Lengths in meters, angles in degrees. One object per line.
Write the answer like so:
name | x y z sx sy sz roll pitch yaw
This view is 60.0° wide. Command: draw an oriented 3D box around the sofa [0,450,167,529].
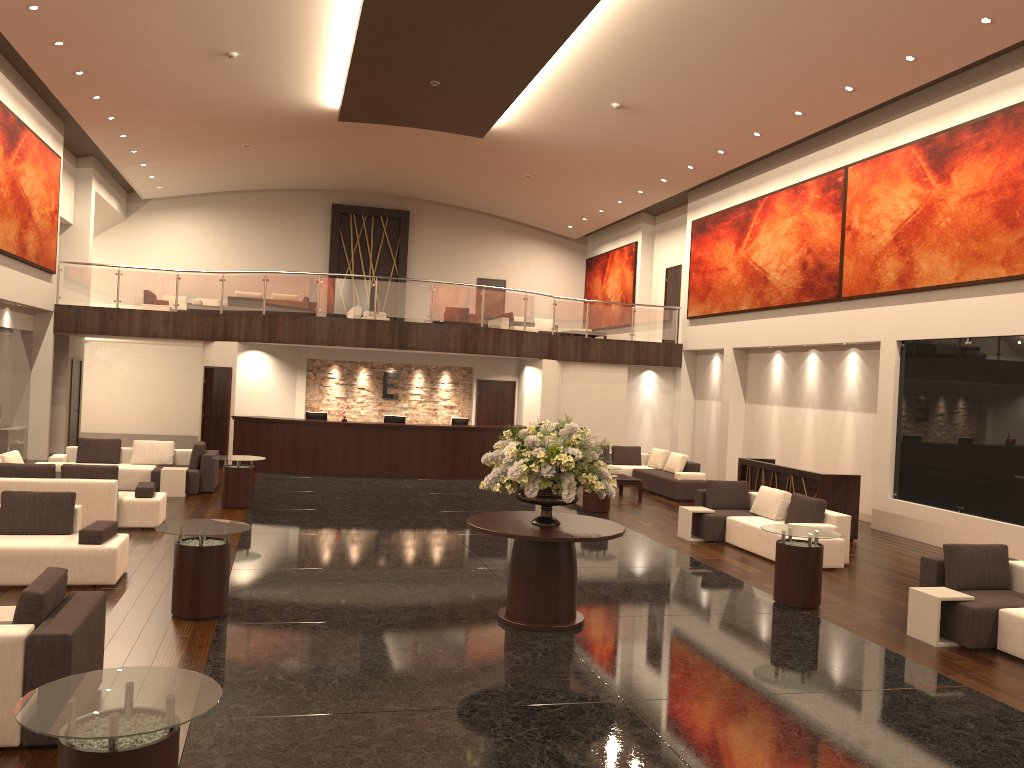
sofa | -6.356 1.460 13.048 2.586 0.862 3.366 3 0 -14

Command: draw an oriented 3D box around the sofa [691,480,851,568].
sofa | 3.630 1.960 12.844 1.291 0.862 2.846 3 0 -14

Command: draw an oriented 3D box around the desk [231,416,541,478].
desk | -2.699 1.449 20.159 7.146 1.171 1.674 3 0 -13

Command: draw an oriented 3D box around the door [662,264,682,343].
door | 4.478 -2.171 24.788 0.104 2.232 0.990 3 0 -14

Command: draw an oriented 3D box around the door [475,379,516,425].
door | -0.438 1.020 22.013 0.990 2.232 0.104 3 0 -14

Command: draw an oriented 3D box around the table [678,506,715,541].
table | 2.789 2.117 13.441 0.400 0.460 0.400 3 0 -14

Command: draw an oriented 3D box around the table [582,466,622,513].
table | 1.514 1.871 15.774 0.833 0.795 0.844 3 0 25

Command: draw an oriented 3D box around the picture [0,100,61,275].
picture | -8.999 -3.564 15.954 0.070 2.526 6.485 3 0 -14

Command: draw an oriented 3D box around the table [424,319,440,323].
table | -2.335 -1.629 25.847 0.400 0.460 0.400 3 0 -14

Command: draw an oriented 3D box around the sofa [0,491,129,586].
sofa | -5.015 1.555 7.870 2.586 0.862 3.366 3 0 -14

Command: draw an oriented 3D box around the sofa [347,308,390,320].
sofa | -4.163 -1.925 26.312 1.291 0.862 2.846 3 0 -14

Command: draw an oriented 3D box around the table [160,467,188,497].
table | -5.793 1.679 15.211 0.400 0.460 0.400 3 0 -14

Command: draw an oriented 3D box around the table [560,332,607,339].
table | 2.133 -1.372 26.651 1.100 0.380 1.100 3 0 -14

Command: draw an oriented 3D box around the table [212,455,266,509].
table | -4.404 1.583 14.256 0.833 0.795 0.844 3 0 25

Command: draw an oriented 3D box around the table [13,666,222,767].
table | -1.725 1.772 3.884 0.844 0.795 0.833 3 0 37

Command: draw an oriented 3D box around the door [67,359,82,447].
door | -10.698 0.512 21.668 0.104 2.232 0.990 3 0 -14

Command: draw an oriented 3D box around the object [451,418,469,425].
object | -1.213 1.027 20.527 0.483 0.485 0.189 3 0 -39

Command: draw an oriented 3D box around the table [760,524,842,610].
table | 3.096 1.982 9.581 0.844 0.795 0.833 3 0 37

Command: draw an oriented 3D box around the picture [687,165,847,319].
picture | 5.385 -2.865 19.642 0.070 2.526 6.485 3 0 -14

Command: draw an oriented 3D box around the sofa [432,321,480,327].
sofa | -1.883 -1.814 26.768 1.291 0.862 2.846 3 0 -14

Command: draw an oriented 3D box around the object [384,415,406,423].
object | -2.649 0.958 19.975 0.483 0.485 0.189 3 0 -14

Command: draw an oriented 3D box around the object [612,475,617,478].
object | 1.958 1.882 18.166 0.437 0.040 0.154 3 0 32

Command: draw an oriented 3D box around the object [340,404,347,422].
object | -3.681 0.630 19.435 0.163 0.390 0.165 3 0 -7

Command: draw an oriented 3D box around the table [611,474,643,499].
table | 1.953 2.090 18.217 1.100 0.380 1.100 3 0 -14

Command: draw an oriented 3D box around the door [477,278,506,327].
door | -0.738 -2.460 30.167 0.990 2.232 0.104 3 0 -14

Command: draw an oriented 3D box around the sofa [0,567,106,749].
sofa | -4.086 1.614 5.405 2.846 0.862 1.291 3 0 -14

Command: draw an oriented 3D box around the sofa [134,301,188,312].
sofa | -9.133 -2.171 25.942 3.366 0.862 2.586 3 0 -14

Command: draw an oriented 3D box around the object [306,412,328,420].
object | -4.371 0.873 19.813 0.483 0.485 0.189 3 0 1

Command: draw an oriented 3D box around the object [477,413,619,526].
object | 0.321 0.778 8.438 1.402 1.097 1.453 3 0 32

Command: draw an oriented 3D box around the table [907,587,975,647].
table | 4.070 2.207 8.429 0.400 0.460 0.400 3 0 -14

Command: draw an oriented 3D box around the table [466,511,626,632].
table | 0.296 1.786 8.448 1.498 0.921 1.498 3 0 -23

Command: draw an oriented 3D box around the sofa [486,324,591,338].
sofa | 1.107 -1.669 27.509 3.366 0.862 2.586 3 0 -14

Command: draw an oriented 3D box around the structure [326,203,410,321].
structure | -4.718 -3.658 29.036 2.524 4.236 0.187 3 0 -14

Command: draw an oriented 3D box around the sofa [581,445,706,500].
sofa | 2.611 1.875 19.236 2.586 0.862 3.366 3 0 -14

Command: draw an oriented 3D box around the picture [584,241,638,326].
picture | 3.099 -3.027 28.589 0.070 2.526 4.515 3 0 -14

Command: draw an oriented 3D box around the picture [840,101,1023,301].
picture | 6.750 -2.769 14.302 0.070 2.526 4.515 3 0 -14

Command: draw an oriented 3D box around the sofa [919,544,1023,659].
sofa | 4.911 2.050 7.832 1.291 0.862 2.846 3 0 -14

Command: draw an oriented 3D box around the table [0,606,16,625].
table | -3.501 1.841 6.238 0.400 0.460 0.400 3 0 -14

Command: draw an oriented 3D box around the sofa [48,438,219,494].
sofa | -6.705 1.429 15.653 2.846 0.862 1.291 3 0 -14

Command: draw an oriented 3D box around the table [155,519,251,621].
table | -2.822 1.695 8.064 0.844 0.795 0.833 3 0 37

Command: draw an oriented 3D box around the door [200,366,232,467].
door | -6.644 0.724 19.921 0.990 2.232 0.104 3 0 36

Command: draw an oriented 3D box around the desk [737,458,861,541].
desk | 4.786 1.914 15.086 0.700 1.043 2.606 3 0 -14

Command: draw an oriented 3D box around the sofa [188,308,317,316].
sofa | -7.211 -2.070 24.887 3.366 0.862 2.586 3 0 -14
